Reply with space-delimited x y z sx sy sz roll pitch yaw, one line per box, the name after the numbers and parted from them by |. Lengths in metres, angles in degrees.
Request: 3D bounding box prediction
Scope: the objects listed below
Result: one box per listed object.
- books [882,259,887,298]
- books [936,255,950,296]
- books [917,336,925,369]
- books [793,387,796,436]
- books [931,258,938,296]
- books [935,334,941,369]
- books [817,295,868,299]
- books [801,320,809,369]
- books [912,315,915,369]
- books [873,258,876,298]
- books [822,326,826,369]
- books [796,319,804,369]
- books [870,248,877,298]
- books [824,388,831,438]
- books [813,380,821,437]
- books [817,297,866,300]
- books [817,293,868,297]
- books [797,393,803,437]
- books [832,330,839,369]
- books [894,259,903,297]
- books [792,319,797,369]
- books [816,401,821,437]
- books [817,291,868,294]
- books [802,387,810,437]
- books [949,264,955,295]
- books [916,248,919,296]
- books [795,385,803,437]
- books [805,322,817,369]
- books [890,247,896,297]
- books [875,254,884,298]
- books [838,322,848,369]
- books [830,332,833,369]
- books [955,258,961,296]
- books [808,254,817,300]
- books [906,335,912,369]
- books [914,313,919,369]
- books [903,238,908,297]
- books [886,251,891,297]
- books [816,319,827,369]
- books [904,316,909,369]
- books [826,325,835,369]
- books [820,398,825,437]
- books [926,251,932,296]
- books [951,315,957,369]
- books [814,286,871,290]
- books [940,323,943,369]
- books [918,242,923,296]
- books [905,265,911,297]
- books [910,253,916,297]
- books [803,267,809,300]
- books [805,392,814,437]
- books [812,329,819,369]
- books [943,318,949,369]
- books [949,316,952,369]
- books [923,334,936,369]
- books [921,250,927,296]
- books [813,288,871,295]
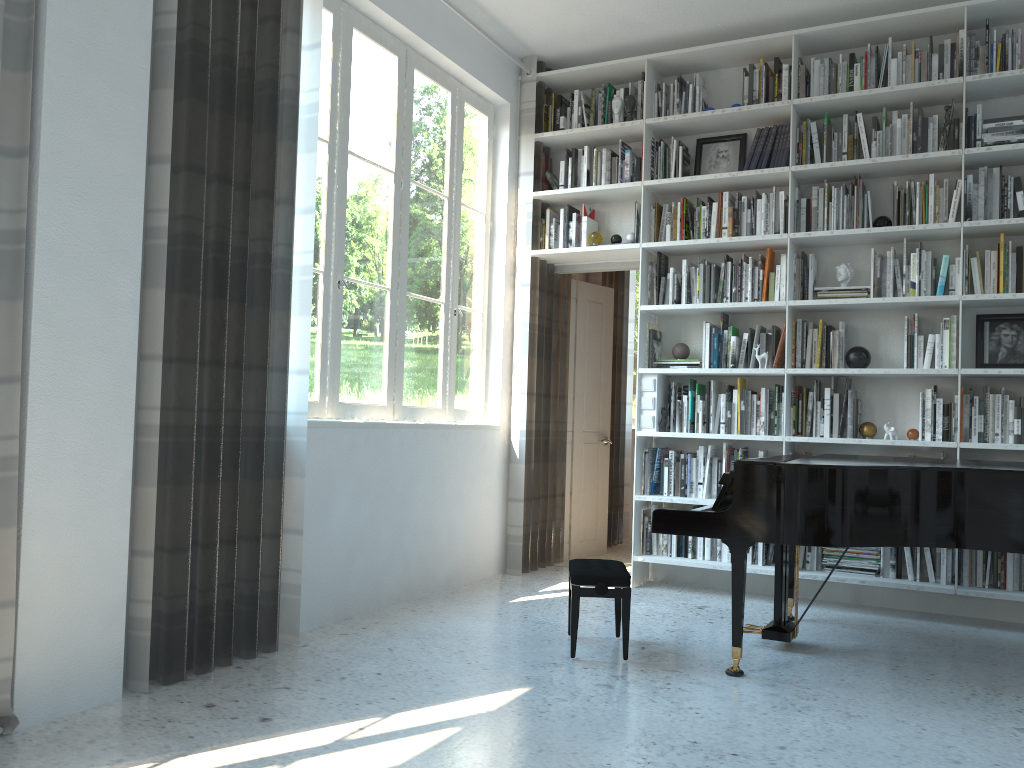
2.017 -0.548 4.792 0.024 0.227 0.137 1 -2 27 | books
2.256 -0.547 4.640 0.060 0.227 0.179 1 -2 27 | books
2.164 -0.157 4.693 0.030 0.183 0.154 1 -2 27 | books
1.594 0.156 4.966 0.013 0.275 0.147 1 -2 27 | books
2.228 -0.542 4.680 0.026 0.219 0.150 1 -2 27 | books
2.233 -0.160 4.645 0.024 0.188 0.172 1 -2 27 | books
1.817 -0.468 4.872 0.254 0.012 0.161 1 -3 23 | books
1.642 -0.209 4.955 0.026 0.275 0.154 1 -2 27 | books
2.135 -0.212 4.706 0.011 0.291 0.156 1 -2 27 | books
1.971 -0.551 4.804 0.010 0.232 0.154 1 -2 27 | books
1.736 -0.193 4.902 0.014 0.244 0.153 1 -2 27 | books
1.618 -0.214 4.963 0.025 0.284 0.145 1 -2 27 | books
1.956 -0.578 4.799 0.012 0.285 0.159 1 -2 27 | books
1.743 0.160 4.871 0.027 0.269 0.185 1 -2 27 | books
1.686 0.138 4.904 0.014 0.313 0.166 1 -2 27 | books
1.821 -0.455 4.880 0.254 0.012 0.161 1 -3 27 | books
1.816 -0.480 4.871 0.254 0.012 0.161 1 -3 22 | books
1.618 0.174 4.939 0.030 0.239 0.157 1 -2 27 | books
1.785 -0.179 4.868 0.028 0.216 0.175 1 -2 27 | books
2.075 -0.547 4.750 0.048 0.224 0.149 1 -2 27 | books
1.595 -0.214 4.985 0.012 0.285 0.159 1 -2 27 | books
1.704 0.197 4.898 0.024 0.196 0.157 1 -2 27 | books
1.819 -0.492 4.875 0.254 0.012 0.161 1 -3 24 | books
1.634 0.157 4.922 0.012 0.272 0.181 1 -2 27 | books
2.302 -0.522 4.635 0.027 0.181 0.142 1 -2 27 | books
2.148 -0.567 4.688 0.012 0.265 0.193 1 -2 27 | books
1.601 0.152 4.952 0.013 0.283 0.146 1 -2 27 | books
1.666 -0.203 4.935 0.036 0.263 0.166 1 -2 27 | books
2.042 -0.578 4.751 0.012 0.286 0.167 1 -2 27 | books
1.981 -0.560 4.779 0.030 0.247 0.174 1 -2 27 | books
1.817 -0.202 4.869 0.028 0.266 0.144 1 -2 27 | books
1.769 -0.174 4.880 0.011 0.208 0.180 1 -2 27 | books
2.327 -0.540 4.625 0.026 0.217 0.126 1 -2 27 | books
1.680 -0.577 4.953 0.021 0.277 0.136 1 -2 27 | books
2.112 -0.160 4.703 0.025 0.186 0.154 1 -2 27 | books
2.144 -0.216 4.698 0.012 0.298 0.166 1 -2 27 | books
2.099 -0.599 4.731 0.010 0.329 0.173 1 -2 27 | books
2.032 -0.568 4.769 0.022 0.267 0.151 1 -2 27 | books
1.709 -0.209 4.894 0.026 0.274 0.190 1 -2 27 | books
2.099 -0.210 4.717 0.012 0.285 0.159 1 -2 27 | books
1.762 -0.193 4.907 0.028 0.247 0.142 1 -2 27 | books
1.722 0.187 4.884 0.021 0.215 0.172 1 -2 27 | books
2.207 -0.561 4.691 0.022 0.256 0.152 1 -2 27 | books
2.295 -0.206 4.604 0.021 0.281 0.162 1 -2 27 | books
1.818 -0.516 4.874 0.285 0.012 0.159 1 -3 23 | books
2.245 -0.188 4.628 0.012 0.244 0.171 1 -2 27 | books
2.163 -0.584 4.691 0.011 0.300 0.178 1 -2 27 | books
2.119 -0.528 4.734 0.025 0.189 0.140 1 -2 27 | books
2.135 -0.558 4.706 0.028 0.247 0.170 1 -2 27 | books
1.657 -0.543 4.970 0.034 0.209 0.136 1 -2 27 | books
1.661 0.170 4.917 0.042 0.248 0.162 1 -2 27 | books
1.694 -0.185 4.923 0.025 0.228 0.153 1 -2 27 | books
2.266 -0.200 4.626 0.027 0.269 0.178 1 -2 27 | books
2.279 -0.205 4.609 0.011 0.279 0.187 1 -2 27 | books
2.195 -0.161 4.659 0.057 0.188 0.156 1 -2 27 | books
2.178 -0.564 4.683 0.023 0.259 0.170 1 -2 27 | books
1.820 -0.504 4.877 0.285 0.012 0.159 0 -3 29 | books
